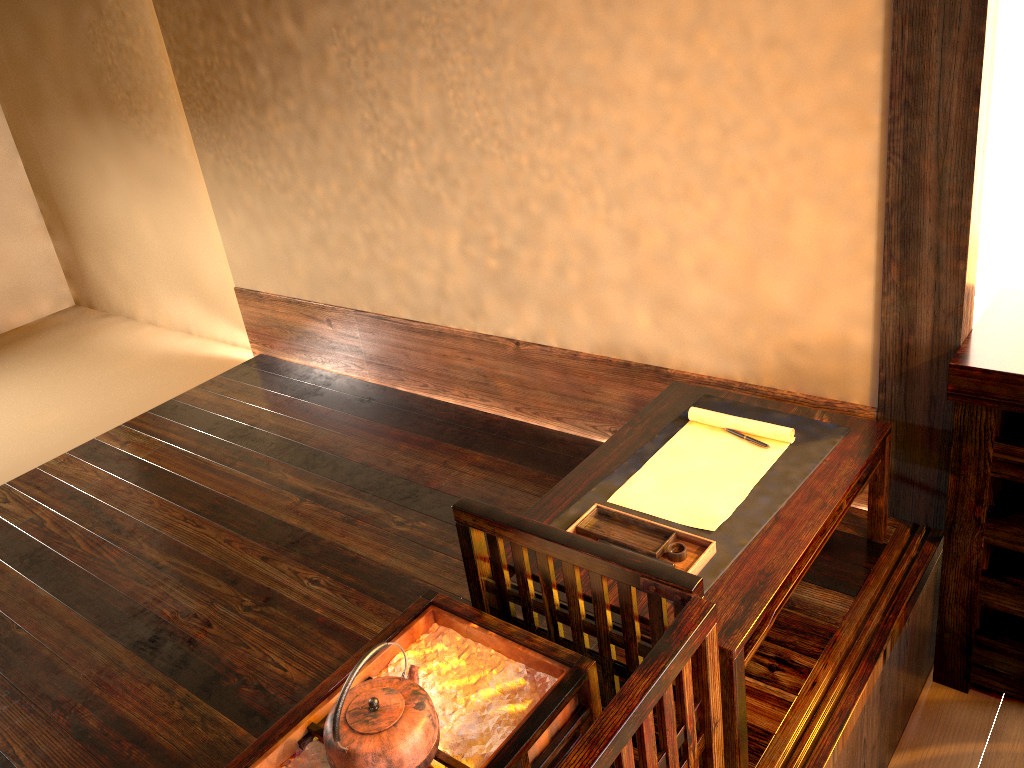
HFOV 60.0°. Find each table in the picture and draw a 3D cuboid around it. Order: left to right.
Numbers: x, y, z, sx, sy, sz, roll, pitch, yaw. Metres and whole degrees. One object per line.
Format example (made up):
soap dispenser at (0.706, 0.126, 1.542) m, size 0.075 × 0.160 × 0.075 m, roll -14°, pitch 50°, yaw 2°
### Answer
table at (0.452, 0.382, 2.121) m, size 0.602 × 0.333 × 0.887 m, roll 12°, pitch 33°, yaw 37°

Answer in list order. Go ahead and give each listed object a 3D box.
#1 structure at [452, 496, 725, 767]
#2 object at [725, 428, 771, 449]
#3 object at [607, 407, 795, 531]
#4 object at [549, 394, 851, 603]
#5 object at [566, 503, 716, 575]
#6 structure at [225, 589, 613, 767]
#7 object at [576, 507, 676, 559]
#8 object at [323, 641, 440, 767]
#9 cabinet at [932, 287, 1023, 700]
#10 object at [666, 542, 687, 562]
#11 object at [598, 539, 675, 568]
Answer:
structure at (-0.198, 0.764, 1.370) m, size 0.599 × 0.494 × 1.207 m, roll 12°, pitch 33°, yaw 37°
object at (0.579, 0.133, 2.186) m, size 0.012 × 0.010 × 0.142 m, roll -24°, pitch 30°, yaw -29°
object at (0.452, 0.185, 2.091) m, size 0.276 × 0.037 × 0.433 m, roll 13°, pitch 33°, yaw 37°
object at (0.433, 0.228, 2.056) m, size 0.406 × 0.003 × 0.766 m, roll 15°, pitch 35°, yaw 39°
object at (0.266, 0.332, 1.863) m, size 0.296 × 0.027 × 0.122 m, roll 13°, pitch 34°, yaw 38°
structure at (-0.185, 0.747, 1.624) m, size 0.454 × 0.297 × 0.671 m, roll 12°, pitch 33°, yaw 37°
object at (0.243, 0.318, 1.897) m, size 0.201 × 0.019 × 0.083 m, roll 13°, pitch 34°, yaw 38°
object at (-0.233, 0.548, 1.506) m, size 0.198 × 0.214 × 0.200 m, roll -13°, pitch 26°, yaw -8°
cabinet at (2.056, 0.473, 1.710) m, size 2.192 × 0.960 × 0.493 m, roll 13°, pitch 33°, yaw 37°
object at (0.337, 0.344, 1.814) m, size 0.040 × 0.021 × 0.040 m, roll -7°, pitch 26°, yaw 4°
object at (0.255, 0.351, 1.834) m, size 0.181 × 0.012 × 0.012 m, roll 13°, pitch 33°, yaw 37°
